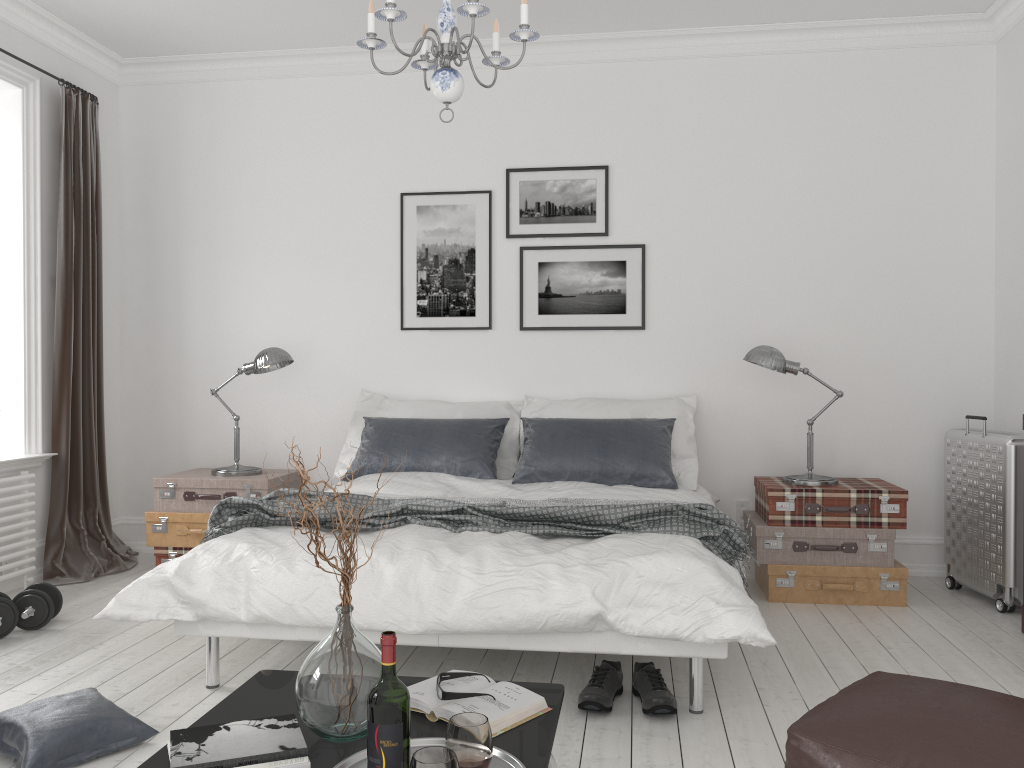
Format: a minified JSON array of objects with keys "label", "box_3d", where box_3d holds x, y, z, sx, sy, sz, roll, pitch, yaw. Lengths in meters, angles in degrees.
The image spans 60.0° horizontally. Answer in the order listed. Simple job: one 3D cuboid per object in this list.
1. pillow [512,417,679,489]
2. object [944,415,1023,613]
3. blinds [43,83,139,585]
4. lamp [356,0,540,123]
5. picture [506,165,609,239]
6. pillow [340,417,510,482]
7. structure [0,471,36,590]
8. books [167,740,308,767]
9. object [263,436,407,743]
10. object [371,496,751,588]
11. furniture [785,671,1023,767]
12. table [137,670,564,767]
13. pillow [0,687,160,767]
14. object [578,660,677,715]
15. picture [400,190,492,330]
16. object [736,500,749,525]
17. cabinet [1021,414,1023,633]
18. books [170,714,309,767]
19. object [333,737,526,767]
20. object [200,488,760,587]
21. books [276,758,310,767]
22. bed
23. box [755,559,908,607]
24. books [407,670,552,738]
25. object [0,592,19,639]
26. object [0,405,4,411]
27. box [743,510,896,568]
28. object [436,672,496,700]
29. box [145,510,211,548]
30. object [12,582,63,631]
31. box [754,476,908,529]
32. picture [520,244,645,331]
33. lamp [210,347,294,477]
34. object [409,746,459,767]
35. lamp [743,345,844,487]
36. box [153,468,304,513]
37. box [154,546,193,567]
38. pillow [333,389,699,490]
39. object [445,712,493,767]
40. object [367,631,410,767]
[{"label":"pillow","box_3d":[0.433,0.350,4.598,0.842,0.339,0.405,0,1,8]},{"label":"object","box_3d":[2.350,0.606,4.352,0.208,0.902,0.647,0,1,-2]},{"label":"blinds","box_3d":[-2.320,-0.299,4.954,0.327,2.680,0.779,0,1,3]},{"label":"lamp","box_3d":[-0.207,-1.394,2.822,0.594,1.123,0.528,0,1,8]},{"label":"picture","box_3d":[0.260,-1.049,5.121,0.592,0.403,0.015,0,1,8]},{"label":"pillow","box_3d":[-0.451,0.349,4.732,0.837,0.329,0.405,0,1,8]},{"label":"structure","box_3d":[-2.572,0.780,4.144,0.114,0.670,0.887,0,1,8]},{"label":"books","box_3d":[-0.562,0.749,1.809,0.254,0.014,0.191,0,1,-25]},{"label":"object","box_3d":[-0.400,0.436,1.918,0.291,0.666,0.313,0,1,-29]},{"label":"object","box_3d":[-0.164,0.716,3.680,2.236,0.500,0.521,0,1,11]},{"label":"furniture","box_3d":[0.929,0.872,1.873,0.646,0.423,0.646,1,1,42]},{"label":"table","box_3d":[-0.324,0.925,1.918,0.833,0.313,0.824,0,1,8]},{"label":"pillow","box_3d":[-1.324,1.007,2.616,0.381,0.121,0.391,0,1,38]},{"label":"object","box_3d":[0.384,1.007,2.950,0.322,0.127,0.300,0,1,8]},{"label":"picture","box_3d":[-0.389,-0.723,5.215,0.545,0.810,0.015,0,1,8]},{"label":"object","box_3d":[1.299,0.726,4.996,0.070,0.140,0.009,0,1,8]},{"label":"cabinet","box_3d":[2.257,0.600,3.405,0.281,0.942,0.762,0,1,8]},{"label":"books","box_3d":[-0.562,0.736,1.817,0.257,0.012,0.207,0,1,-21]},{"label":"object","box_3d":[-0.225,0.788,1.796,0.395,0.063,0.622,0,1,-33]},{"label":"object","box_3d":[-0.196,0.616,3.308,2.154,0.377,0.536,0,1,10]},{"label":"books","box_3d":[-0.557,0.763,1.810,0.259,0.014,0.191,0,1,-23]},{"label":"bed","box_3d":[-0.116,0.598,3.948,2.217,0.926,2.473,0,1,8]},{"label":"box","box_3d":[1.590,0.963,4.484,0.647,0.185,0.537,0,1,8]},{"label":"books","box_3d":[-0.110,0.748,2.107,0.342,0.040,0.231,1,1,40]},{"label":"object","box_3d":[-2.191,0.976,3.740,0.179,0.179,0.326,0,1,-37]},{"label":"object","box_3d":[-2.713,0.192,4.453,0.284,0.369,0.215,0,1,-14]},{"label":"box","box_3d":[1.534,0.778,4.490,0.647,0.185,0.537,0,1,8]},{"label":"object","box_3d":[-0.112,0.718,2.104,0.135,0.030,0.141,0,1,-7]},{"label":"box","box_3d":[-1.607,0.773,4.928,0.647,0.185,0.537,0,1,8]},{"label":"object","box_3d":[-2.086,0.974,3.891,0.179,0.179,0.326,0,1,-12]},{"label":"box","box_3d":[1.590,0.594,4.484,0.647,0.185,0.537,0,1,8]},{"label":"picture","box_3d":[0.402,-0.553,5.106,0.720,0.486,0.015,0,1,8]},{"label":"lamp","box_3d":[-1.438,0.148,4.897,0.488,0.699,0.269,0,1,8]},{"label":"object","box_3d":[-0.140,0.719,1.594,0.095,0.106,0.095,0,1,19]},{"label":"lamp","box_3d":[1.422,0.153,4.493,0.488,0.699,0.269,0,1,8]},{"label":"box","box_3d":[-1.561,0.590,4.920,0.647,0.185,0.537,0,1,8]},{"label":"box","box_3d":[-1.557,0.957,4.928,0.647,0.185,0.537,0,1,8]},{"label":"pillow","box_3d":[0.034,0.295,4.874,1.965,0.529,0.465,0,1,7]},{"label":"object","box_3d":[-0.085,0.717,1.757,0.095,0.106,0.095,0,1,19]},{"label":"object","box_3d":[-0.232,0.619,1.671,0.081,0.303,0.081,0,1,25]}]
